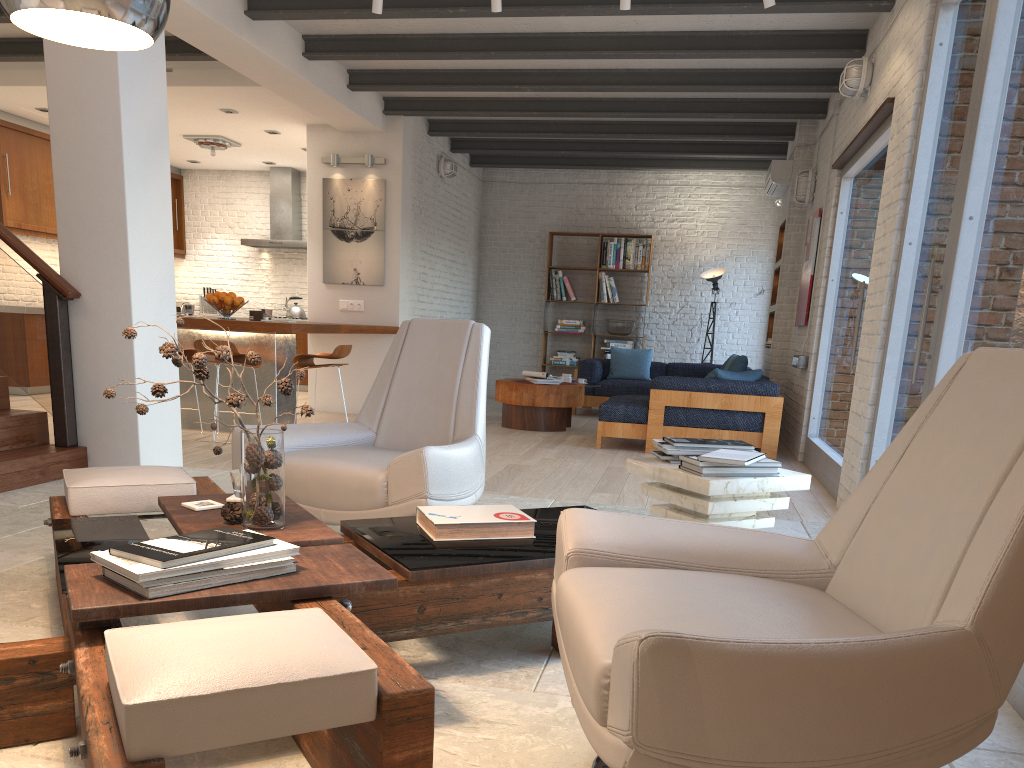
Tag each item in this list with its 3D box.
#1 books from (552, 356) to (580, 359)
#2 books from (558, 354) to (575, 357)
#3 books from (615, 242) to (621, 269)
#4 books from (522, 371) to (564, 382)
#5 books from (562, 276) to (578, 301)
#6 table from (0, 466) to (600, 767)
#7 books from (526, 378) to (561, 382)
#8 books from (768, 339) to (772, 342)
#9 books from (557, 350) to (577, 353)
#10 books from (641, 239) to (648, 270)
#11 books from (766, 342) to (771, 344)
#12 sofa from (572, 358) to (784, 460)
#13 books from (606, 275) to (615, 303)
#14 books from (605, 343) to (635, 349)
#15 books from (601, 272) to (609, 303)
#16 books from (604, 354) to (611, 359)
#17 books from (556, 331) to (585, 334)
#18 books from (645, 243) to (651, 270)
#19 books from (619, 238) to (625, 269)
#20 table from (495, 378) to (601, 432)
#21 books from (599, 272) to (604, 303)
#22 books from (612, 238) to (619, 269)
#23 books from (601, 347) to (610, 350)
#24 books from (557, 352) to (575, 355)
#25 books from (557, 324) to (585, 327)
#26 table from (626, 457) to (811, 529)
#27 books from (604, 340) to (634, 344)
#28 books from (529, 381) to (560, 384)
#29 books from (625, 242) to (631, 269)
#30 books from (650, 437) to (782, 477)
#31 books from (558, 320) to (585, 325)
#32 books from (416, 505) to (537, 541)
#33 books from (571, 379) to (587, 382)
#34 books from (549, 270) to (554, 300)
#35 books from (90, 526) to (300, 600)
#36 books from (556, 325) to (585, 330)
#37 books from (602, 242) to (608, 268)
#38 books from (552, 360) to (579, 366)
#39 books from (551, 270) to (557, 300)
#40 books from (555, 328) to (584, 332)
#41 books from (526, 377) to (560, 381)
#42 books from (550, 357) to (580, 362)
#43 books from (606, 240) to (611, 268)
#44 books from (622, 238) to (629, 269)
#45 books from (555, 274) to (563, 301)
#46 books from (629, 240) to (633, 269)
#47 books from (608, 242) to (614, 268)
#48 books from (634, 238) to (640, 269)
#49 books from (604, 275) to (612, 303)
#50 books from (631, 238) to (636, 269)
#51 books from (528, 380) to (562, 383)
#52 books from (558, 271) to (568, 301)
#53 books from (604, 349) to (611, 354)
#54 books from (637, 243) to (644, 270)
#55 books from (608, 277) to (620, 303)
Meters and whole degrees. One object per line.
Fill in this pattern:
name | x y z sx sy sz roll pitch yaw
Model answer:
books | 0.729 -0.357 11.709 0.379 0.019 0.237 3 4 4
books | 0.733 -0.385 11.725 0.205 0.035 0.129 4 5 11
books | 1.385 -1.652 11.299 0.055 0.340 0.247 6 11 11
books | 0.311 -0.068 8.738 0.316 0.112 0.270 8 7 43
books | 0.770 -1.255 11.522 0.194 0.329 0.247 5 10 11
table | -0.456 0.596 2.607 1.965 0.443 2.148 1 5 -28
books | 0.308 -0.039 8.674 0.252 0.011 0.309 2 4 -20
books | 2.772 -0.456 9.183 0.131 0.035 0.201 5 4 21
books | 0.737 -0.437 11.699 0.251 0.017 0.158 4 4 11
books | 1.707 -1.658 11.223 0.036 0.396 0.236 6 11 11
books | 2.768 -0.429 9.183 0.170 0.019 0.230 4 4 13
sofa | 1.552 0.145 9.137 2.073 0.681 3.849 4 4 11
books | 1.295 -1.234 11.412 0.124 0.360 0.263 5 10 11
books | 1.426 -0.507 11.549 0.379 0.066 0.237 3 5 5
books | 1.219 -1.254 11.403 0.103 0.396 0.236 5 11 11
books | 1.417 -0.363 11.565 0.380 0.066 0.237 3 5 -2
books | 0.784 -0.686 11.626 0.355 0.021 0.265 4 4 11
books | 1.757 -1.628 11.236 0.055 0.340 0.247 6 11 11
books | 1.428 -1.675 11.264 0.036 0.396 0.236 6 11 11
table | 0.320 0.184 9.266 1.071 0.460 1.787 5 5 17
books | 1.186 -1.259 11.432 0.101 0.396 0.236 5 11 11
books | 1.337 -1.682 11.286 0.036 0.396 0.236 6 11 11
books | 1.412 -0.463 11.544 0.443 0.021 0.265 4 4 11
books | 0.731 -0.412 11.726 0.236 0.019 0.166 3 4 4
books | 0.790 -0.781 11.610 0.355 0.021 0.265 4 4 9
table | 0.774 0.570 3.410 0.493 0.521 0.481 -2 10 -29
books | 1.423 -0.558 11.534 0.378 0.037 0.238 4 4 11
books | 0.316 -0.017 8.680 0.253 0.011 0.309 2 4 -10
books | 1.508 -1.642 11.251 0.055 0.340 0.247 6 11 11
books | 0.777 0.279 3.284 0.389 0.082 0.552 3 4 -5
books | 0.799 -0.819 11.597 0.325 0.057 0.248 4 4 13
books | -0.118 0.439 2.780 0.326 0.058 0.247 2 5 -19
books | 0.702 -0.037 9.789 0.231 0.023 0.158 1 5 -31
books | 0.536 -1.302 11.538 0.091 0.397 0.236 6 11 11
books | -0.720 0.406 2.022 0.245 0.077 0.397 7 6 43
books | 0.786 -0.751 11.598 0.379 0.037 0.237 3 4 5
books | 1.217 -1.662 11.329 0.055 0.340 0.247 6 11 11
books | 0.731 -0.283 11.727 0.324 0.057 0.249 5 5 21
books | 0.574 -1.300 11.539 0.091 0.397 0.236 6 11 11
books | 0.775 -0.715 11.615 0.379 0.037 0.237 3 4 6
books | 0.306 -0.049 8.663 0.253 0.011 0.309 2 4 -15
books | 0.714 -0.331 11.728 0.378 0.037 0.238 4 4 11
books | 1.255 -1.674 11.318 0.020 0.371 0.263 6 11 11
books | 1.467 -1.674 11.267 0.036 0.396 0.236 6 11 11
books | 0.627 -1.272 11.554 0.102 0.345 0.247 5 11 11
books | 1.549 -1.655 11.255 0.020 0.371 0.263 6 11 11
books | 1.289 -1.657 11.298 0.055 0.340 0.247 6 11 11
books | 1.615 -1.664 11.240 0.036 0.396 0.236 6 11 11
books | 1.272 -1.235 11.407 0.124 0.360 0.263 5 10 11
books | 1.581 -1.667 11.259 0.036 0.396 0.236 6 11 11
books | 0.317 -0.029 8.692 0.252 0.011 0.309 2 4 -20
books | 0.677 -1.291 11.509 0.121 0.394 0.236 5 11 11
books | 1.391 -0.425 11.544 0.326 0.057 0.248 3 4 6
books | 1.657 -1.633 11.233 0.055 0.340 0.247 6 11 11
books | 1.339 -1.221 11.392 0.158 0.340 0.247 5 10 11
